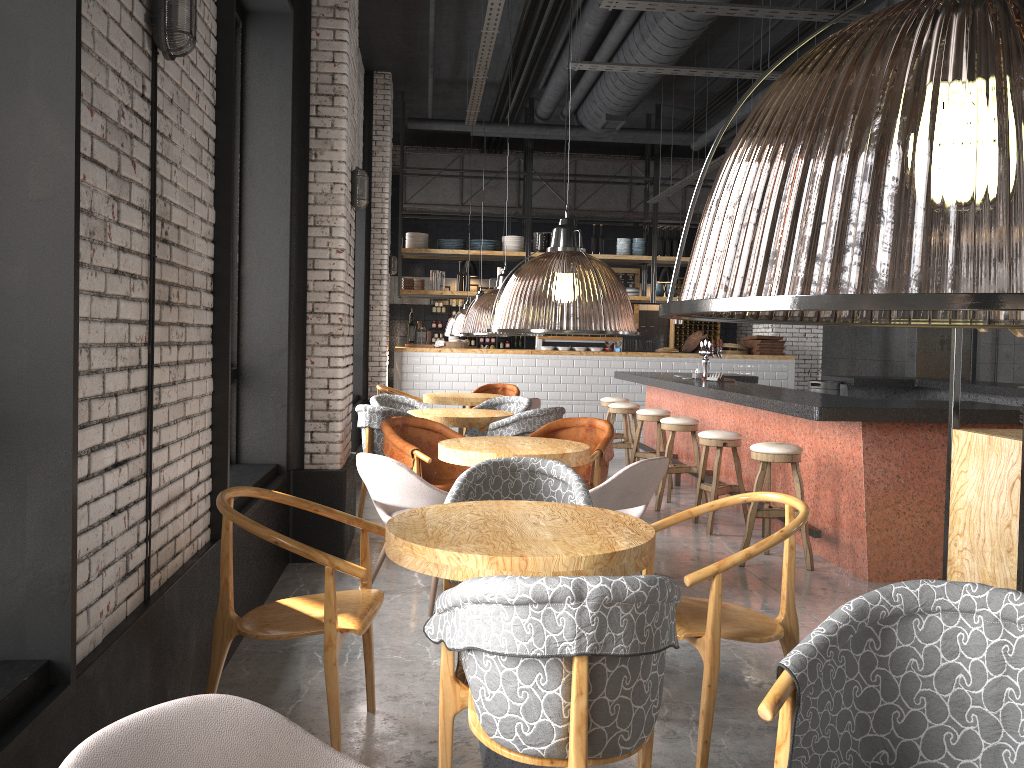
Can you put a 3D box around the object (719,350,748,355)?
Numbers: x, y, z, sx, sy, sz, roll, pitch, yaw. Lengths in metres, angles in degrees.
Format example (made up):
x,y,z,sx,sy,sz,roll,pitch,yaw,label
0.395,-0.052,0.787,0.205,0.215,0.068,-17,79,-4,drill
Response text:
x,y,z,sx,sy,sz,roll,pitch,yaw,label
3.303,-0.493,13.250,0.437,0.097,0.437,2,3,19,object

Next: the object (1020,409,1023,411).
x,y,z,sx,sy,sz,roll,pitch,yaw,label
2.612,0.167,4.305,0.257,0.072,0.257,1,3,-6,object

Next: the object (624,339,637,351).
x,y,z,sx,sy,sz,roll,pitch,yaw,label
1.744,-0.573,13.061,0.181,0.168,0.170,1,2,4,object

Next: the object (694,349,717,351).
x,y,z,sx,sy,sz,roll,pitch,yaw,label
2.854,-0.512,13.247,0.458,0.019,0.407,-1,4,-37,object

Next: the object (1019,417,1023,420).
x,y,z,sx,sy,sz,roll,pitch,yaw,label
2.611,0.197,4.305,0.257,0.075,0.257,1,3,-6,object

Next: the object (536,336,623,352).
x,y,z,sx,sy,sz,roll,pitch,yaw,label
0.984,-0.426,13.144,1.250,0.551,0.315,1,2,-6,object

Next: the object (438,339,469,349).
x,y,z,sx,sy,sz,roll,pitch,yaw,label
-0.847,-0.574,12.756,0.436,0.156,0.420,0,3,-33,object

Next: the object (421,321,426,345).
x,y,z,sx,sy,sz,roll,pitch,yaw,label
-1.274,-0.719,12.753,0.070,0.367,0.107,1,2,-7,object

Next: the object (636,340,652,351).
x,y,z,sx,sy,sz,roll,pitch,yaw,label
1.962,-0.573,13.174,0.181,0.168,0.170,0,3,-26,object

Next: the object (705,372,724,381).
x,y,z,sx,sy,sz,roll,pitch,yaw,label
2.037,-0.076,8.907,0.091,0.091,0.178,0,3,-31,object

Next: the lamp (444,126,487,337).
x,y,z,sx,sy,sz,roll,pitch,yaw,label
-0.482,-1.741,10.069,0.537,2.404,0.537,3,2,36,lamp

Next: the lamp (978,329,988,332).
x,y,z,sx,sy,sz,roll,pitch,yaw,label
5.418,-1.372,10.230,0.127,1.546,0.127,1,2,-6,lamp

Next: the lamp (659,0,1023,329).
x,y,z,sx,sy,sz,roll,pitch,yaw,label
0.433,-1.258,0.772,0.537,2.404,0.537,3,2,36,lamp

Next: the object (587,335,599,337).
x,y,z,sx,sy,sz,roll,pitch,yaw,label
1.204,-0.899,13.147,0.154,0.404,0.154,1,2,-6,object

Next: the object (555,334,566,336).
x,y,z,sx,sy,sz,roll,pitch,yaw,label
0.721,-0.908,13.095,0.154,0.404,0.154,1,2,-6,object

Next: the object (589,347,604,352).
x,y,z,sx,sy,sz,roll,pitch,yaw,label
1.211,-0.500,12.829,0.216,0.060,0.324,1,3,-6,object

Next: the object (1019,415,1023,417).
x,y,z,sx,sy,sz,roll,pitch,yaw,label
2.611,0.189,4.305,0.257,0.075,0.257,2,3,20,object

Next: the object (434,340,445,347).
x,y,z,sx,sy,sz,roll,pitch,yaw,label
-0.969,-0.575,12.694,0.187,0.110,0.283,3,3,31,object

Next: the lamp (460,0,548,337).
x,y,z,sx,sy,sz,roll,pitch,yaw,label
-0.023,-1.499,5.407,0.537,2.404,0.537,3,2,36,lamp

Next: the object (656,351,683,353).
x,y,z,sx,sy,sz,roll,pitch,yaw,label
2.340,-0.469,13.120,0.407,0.019,0.458,3,4,36,object

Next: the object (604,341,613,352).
x,y,z,sx,sy,sz,roll,pitch,yaw,label
1.399,-0.550,12.876,0.122,0.165,0.112,2,2,28,object

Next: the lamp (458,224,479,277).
x,y,z,sx,sy,sz,roll,pitch,yaw,label
-0.791,-2.423,16.087,0.390,0.936,0.390,1,2,-3,lamp

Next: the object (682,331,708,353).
x,y,z,sx,sy,sz,roll,pitch,yaw,label
2.696,-0.618,13.119,0.242,0.338,0.488,1,3,-20,object

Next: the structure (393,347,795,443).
x,y,z,sx,sy,sz,roll,pitch,yaw,label
1.156,0.173,13.405,5.800,1.345,1.512,1,2,-6,structure

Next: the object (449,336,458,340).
x,y,z,sx,sy,sz,roll,pitch,yaw,label
-0.855,-0.630,12.877,0.129,0.204,0.129,2,2,30,object

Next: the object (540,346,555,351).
x,y,z,sx,sy,sz,roll,pitch,yaw,label
0.509,-0.511,12.767,0.216,0.055,0.324,1,3,-6,object

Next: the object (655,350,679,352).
x,y,z,sx,sy,sz,roll,pitch,yaw,label
2.290,-0.488,13.161,0.276,0.019,0.514,1,3,-1,object

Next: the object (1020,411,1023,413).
x,y,z,sx,sy,sz,roll,pitch,yaw,label
2.612,0.172,4.304,0.257,0.072,0.257,-1,3,-34,object

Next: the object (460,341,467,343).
x,y,z,sx,sy,sz,roll,pitch,yaw,label
-0.730,-0.581,12.787,0.161,0.075,0.160,-1,4,-43,object

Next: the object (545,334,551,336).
x,y,z,sx,sy,sz,roll,pitch,yaw,label
0.489,-0.912,13.080,0.154,0.404,0.154,1,2,-6,object

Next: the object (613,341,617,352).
x,y,z,sx,sy,sz,roll,pitch,yaw,label
1.534,-0.551,12.946,0.122,0.165,0.112,-1,3,-41,object

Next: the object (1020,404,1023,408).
x,y,z,sx,sy,sz,roll,pitch,yaw,label
2.614,0.142,4.304,0.257,0.076,0.257,3,3,32,object

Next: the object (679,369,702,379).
x,y,z,sx,sy,sz,roll,pitch,yaw,label
1.871,-0.127,9.721,0.200,0.106,0.767,1,3,-6,object

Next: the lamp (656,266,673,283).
x,y,z,sx,sy,sz,roll,pitch,yaw,label
2.841,-2.357,16.413,0.390,0.936,0.390,1,2,-3,lamp

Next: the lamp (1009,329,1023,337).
x,y,z,sx,sy,sz,roll,pitch,yaw,label
5.481,-1.309,9.584,0.127,1.606,0.127,1,2,-6,lamp

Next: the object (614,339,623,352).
x,y,z,sx,sy,sz,roll,pitch,yaw,label
1.537,-0.556,12.819,0.128,0.189,0.123,1,2,3,object

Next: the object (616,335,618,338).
x,y,z,sx,sy,sz,roll,pitch,yaw,label
1.550,-0.769,13.105,0.034,0.163,0.061,2,2,27,object

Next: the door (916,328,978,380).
x,y,z,sx,sy,sz,roll,pitch,yaw,label
6.967,-0.155,14.373,1.120,2.102,0.158,1,2,-6,door

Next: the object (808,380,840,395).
x,y,z,sx,sy,sz,roll,pitch,yaw,label
3.851,0.476,10.986,0.399,1.034,0.398,2,2,30,object

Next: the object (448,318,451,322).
x,y,z,sx,sy,sz,roll,pitch,yaw,label
-0.892,-0.815,12.916,0.090,0.289,0.017,2,2,31,object

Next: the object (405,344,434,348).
x,y,z,sx,sy,sz,roll,pitch,yaw,label
-1.344,-0.550,12.854,0.411,0.050,0.411,1,3,-7,object

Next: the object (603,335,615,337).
x,y,z,sx,sy,sz,roll,pitch,yaw,label
1.451,-0.895,13.175,0.154,0.404,0.154,1,2,-6,object

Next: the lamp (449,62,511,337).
x,y,z,sx,sy,sz,roll,pitch,yaw,label
-0.255,-1.621,7.763,0.537,2.404,0.537,3,2,36,lamp

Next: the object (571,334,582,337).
x,y,z,sx,sy,sz,roll,pitch,yaw,label
0.962,-0.904,13.127,0.154,0.404,0.154,1,2,-6,object

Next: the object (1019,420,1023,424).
x,y,z,sx,sy,sz,roll,pitch,yaw,label
2.611,0.220,4.305,0.257,0.067,0.257,1,3,-13,object

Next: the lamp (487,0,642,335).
x,y,z,sx,sy,sz,roll,pitch,yaw,label
0.209,-1.376,3.051,0.537,2.404,0.537,3,2,36,lamp

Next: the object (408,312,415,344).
x,y,z,sx,sy,sz,roll,pitch,yaw,label
-1.438,-0.815,12.720,0.106,0.554,0.157,1,2,-7,object

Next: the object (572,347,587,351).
x,y,z,sx,sy,sz,roll,pitch,yaw,label
0.978,-0.503,12.822,0.216,0.055,0.324,1,3,-6,object

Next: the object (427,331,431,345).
x,y,z,sx,sy,sz,roll,pitch,yaw,label
-1.194,-0.643,12.754,0.056,0.249,0.056,0,2,-43,object

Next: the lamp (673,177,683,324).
x,y,z,sx,sy,sz,roll,pitch,yaw,label
1.824,-1.449,9.645,0.108,1.598,0.108,2,2,26,lamp

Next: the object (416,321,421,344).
x,y,z,sx,sy,sz,roll,pitch,yaw,label
-1.340,-0.720,12.746,0.070,0.367,0.107,1,2,-7,object

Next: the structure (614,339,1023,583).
x,y,z,sx,sy,sz,roll,pitch,yaw,label
3.712,0.373,8.533,4.310,1.532,5.881,1,3,-6,structure

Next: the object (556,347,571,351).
x,y,z,sx,sy,sz,roll,pitch,yaw,label
0.742,-0.508,12.777,0.216,0.059,0.324,1,3,-6,object
